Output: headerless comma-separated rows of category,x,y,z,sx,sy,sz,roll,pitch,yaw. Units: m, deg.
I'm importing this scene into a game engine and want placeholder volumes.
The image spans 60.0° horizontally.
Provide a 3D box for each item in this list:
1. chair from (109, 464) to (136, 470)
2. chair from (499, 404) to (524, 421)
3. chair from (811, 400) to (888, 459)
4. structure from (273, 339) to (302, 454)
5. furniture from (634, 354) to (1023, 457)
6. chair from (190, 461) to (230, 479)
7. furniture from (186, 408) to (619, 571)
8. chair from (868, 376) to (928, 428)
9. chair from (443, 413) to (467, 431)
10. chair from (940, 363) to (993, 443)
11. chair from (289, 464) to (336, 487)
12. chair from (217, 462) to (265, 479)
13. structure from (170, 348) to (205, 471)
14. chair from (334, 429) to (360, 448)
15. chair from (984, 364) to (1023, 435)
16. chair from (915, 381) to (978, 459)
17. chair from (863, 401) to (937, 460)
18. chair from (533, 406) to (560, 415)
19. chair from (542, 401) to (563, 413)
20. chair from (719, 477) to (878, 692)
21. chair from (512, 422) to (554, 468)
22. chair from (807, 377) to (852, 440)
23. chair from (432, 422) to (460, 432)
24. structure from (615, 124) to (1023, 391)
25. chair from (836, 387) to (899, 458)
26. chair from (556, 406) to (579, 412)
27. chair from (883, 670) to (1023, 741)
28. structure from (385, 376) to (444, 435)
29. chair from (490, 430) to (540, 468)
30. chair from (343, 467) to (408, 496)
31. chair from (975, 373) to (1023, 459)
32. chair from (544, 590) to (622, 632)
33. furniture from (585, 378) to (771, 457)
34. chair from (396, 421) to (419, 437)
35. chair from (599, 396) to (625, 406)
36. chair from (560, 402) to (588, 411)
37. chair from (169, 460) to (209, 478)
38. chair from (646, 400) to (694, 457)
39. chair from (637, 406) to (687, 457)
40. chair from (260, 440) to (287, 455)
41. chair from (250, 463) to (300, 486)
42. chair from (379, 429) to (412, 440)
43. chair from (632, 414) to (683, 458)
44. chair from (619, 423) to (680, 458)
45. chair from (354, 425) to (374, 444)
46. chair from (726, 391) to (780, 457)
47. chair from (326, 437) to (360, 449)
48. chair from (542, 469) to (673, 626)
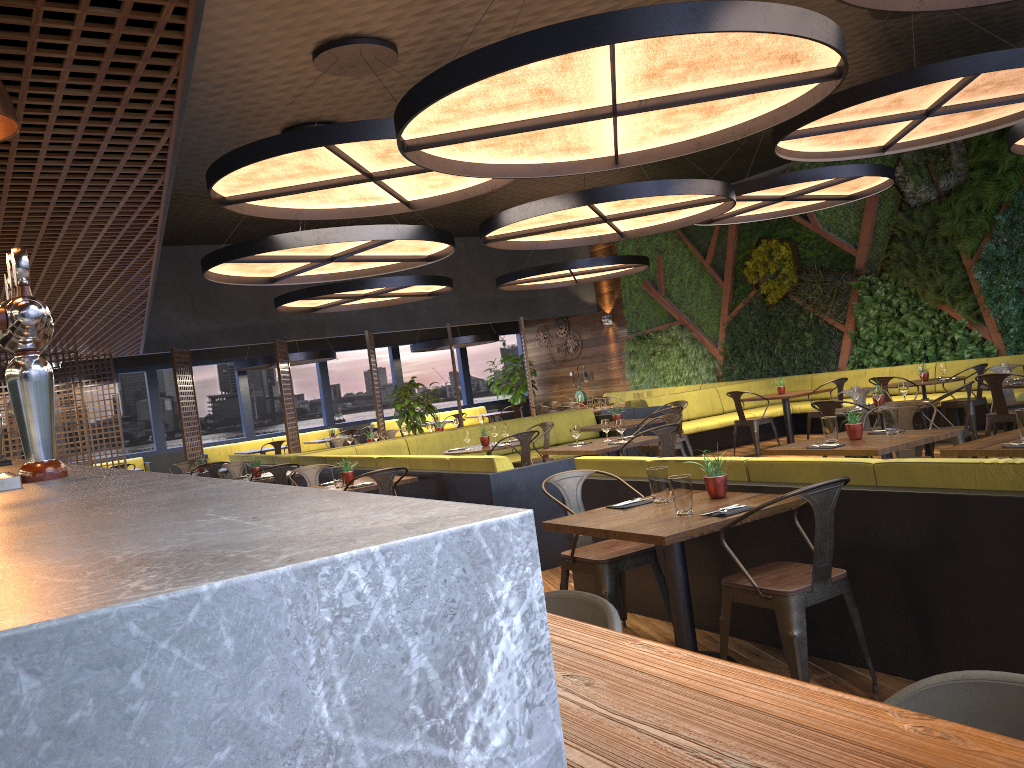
chair,-6.638,1.820,15.094,0.504,0.917,0.541,-8,0,-32
chair,0.026,0.913,19.326,0.504,0.917,0.541,-8,0,-32
chair,3.058,0.570,8.034,0.541,0.917,0.504,-8,0,-32
structure,-3.923,0.560,15.682,0.050,2.700,0.852,-8,0,-2
furniture,4.492,0.360,12.440,3.372,0.914,4.503,-8,0,-32
chair,-3.917,1.477,11.633,0.504,0.917,0.541,-8,0,-32
furniture,-0.382,1.015,10.931,4.895,0.914,7.462,-8,0,-37
chair,4.725,0.334,10.865,0.541,0.917,0.504,-8,0,-32
chair,-1.173,1.076,18.564,0.504,0.917,0.541,-8,0,-32
chair,5.512,0.230,10.749,0.504,0.917,0.541,-8,0,-32
chair,-1.712,1.203,8.116,0.504,0.917,0.541,-8,0,-32
chair,-3.126,1.379,10.408,0.504,0.917,0.541,-8,0,-32
structure,-5.349,0.754,14.777,0.050,2.700,0.852,-8,0,-2
chair,-3.189,1.351,17.284,0.504,0.917,0.541,-8,0,-32
chair,5.419,0.249,9.511,0.504,0.917,0.541,-8,0,7
chair,3.930,0.455,8.006,0.541,0.917,0.504,-7,0,40
chair,2.855,0.606,6.465,0.504,0.917,0.541,-7,0,35
chair,0.729,0.833,16.796,0.541,0.917,0.504,-8,0,-32
chair,0.945,0.799,17.816,0.504,0.917,0.541,-8,0,-32
chair,1.161,0.845,3.685,0.504,0.917,0.541,-8,0,-32
chair,0.266,0.929,10.306,0.541,0.917,0.504,-8,0,-32
chair,4.257,0.391,11.873,0.504,0.917,0.541,-8,0,-32
chair,-1.048,1.080,14.741,0.504,0.917,0.541,-8,0,-32
structure,4.754,-1.547,15.365,0.918,4.593,9.182,-8,0,-33
chair,3.566,0.498,8.840,0.504,0.917,0.541,-8,0,7
chair,1.077,0.797,14.910,0.541,0.917,0.504,-8,0,-32
chair,0.499,0.883,0.921,0.483,1.048,0.438,-7,0,29
structure,-1.793,0.747,16.229,0.993,1.763,1.166,-7,0,28
chair,0.067,0.960,9.446,0.504,0.917,0.541,-8,0,-32
chair,-1.054,1.122,7.062,0.504,0.917,0.541,-8,0,-32
chair,4.911,0.321,8.704,0.541,0.917,0.504,-8,0,-32
chair,0.027,0.942,1.594,0.483,1.048,0.438,-7,0,29
furniture,2.044,0.663,16.365,3.378,0.916,4.755,-8,0,-32
chair,-2.138,1.203,18.835,0.541,0.917,0.504,-8,0,-32
chair,1.918,0.677,16.340,0.504,0.917,0.541,-8,0,-32
chair,1.189,0.777,15.877,0.504,0.917,0.541,-8,0,-32
chair,-4.565,1.558,12.672,0.504,0.917,0.541,-8,0,-32
chair,1.993,0.695,11.201,0.541,0.917,0.504,-8,0,-32
chair,1.751,0.732,10.282,0.504,0.917,0.541,-8,0,-32
chair,-4.388,1.514,16.523,0.504,0.917,0.541,-8,0,-32
chair,-2.467,1.297,9.353,0.504,0.917,0.541,-8,0,-32
chair,-1.803,1.183,14.261,0.504,0.917,0.541,-8,0,-32
chair,1.444,0.781,8.709,0.541,0.917,0.504,-8,0,-32
chair,1.236,0.814,7.751,0.504,0.917,0.541,-8,0,-32
chair,-3.042,1.326,18.189,0.541,0.917,0.504,-8,0,-32
chair,3.269,0.521,12.101,0.541,0.917,0.504,-8,0,-32
chair,-2.564,1.286,13.778,0.504,0.917,0.541,-8,0,-32
chair,0.494,0.928,4.754,0.504,0.917,0.541,-8,0,-32
